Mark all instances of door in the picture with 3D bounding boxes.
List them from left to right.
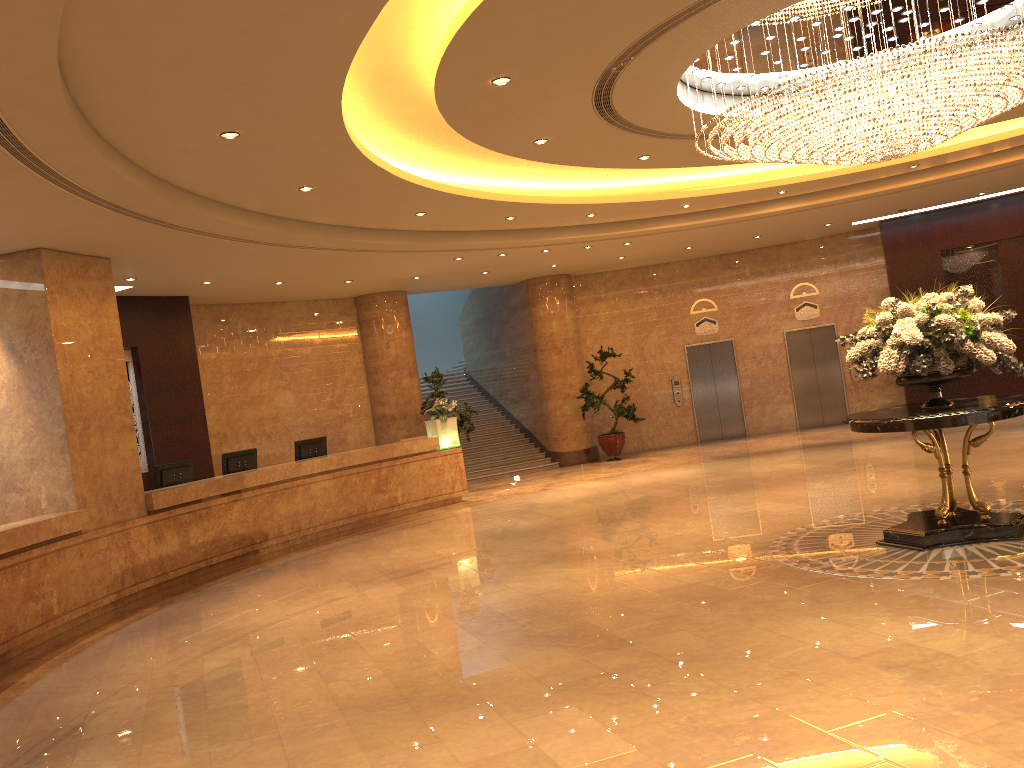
[{"bbox_3d":[4.426,0.148,19.281,1.070,2.145,0.150,-8,0,5],"label":"door"},{"bbox_3d":[6.498,-0.156,18.924,1.070,2.149,0.150,-8,0,15],"label":"door"}]

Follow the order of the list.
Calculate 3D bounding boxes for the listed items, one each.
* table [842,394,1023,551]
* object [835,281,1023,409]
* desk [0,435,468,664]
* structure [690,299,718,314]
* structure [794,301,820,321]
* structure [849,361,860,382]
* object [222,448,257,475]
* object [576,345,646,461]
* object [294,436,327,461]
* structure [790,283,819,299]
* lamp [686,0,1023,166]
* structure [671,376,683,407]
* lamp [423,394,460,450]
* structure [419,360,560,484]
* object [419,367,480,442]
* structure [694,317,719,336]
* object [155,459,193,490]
[{"bbox_3d":[3.660,0.731,7.514,1.493,1.089,1.493,-8,0,-27],"label":"table"},{"bbox_3d":[3.487,-0.298,7.491,1.318,0.999,1.277,-8,0,10],"label":"object"},{"bbox_3d":[-3.820,1.810,9.851,3.466,1.155,12.951,-8,0,14],"label":"desk"},{"bbox_3d":[4.153,-1.705,19.248,0.600,0.293,0.010,-8,0,4],"label":"structure"},{"bbox_3d":[6.280,-1.567,18.882,0.504,0.405,0.012,-8,0,15],"label":"structure"},{"bbox_3d":[7.196,-0.368,18.629,0.200,0.661,0.053,-8,0,19],"label":"structure"},{"bbox_3d":[-3.895,1.208,12.720,0.531,0.500,0.430,-8,0,-18],"label":"object"},{"bbox_3d":[1.979,0.391,18.140,1.250,2.363,0.843,-8,0,1],"label":"object"},{"bbox_3d":[-3.113,1.099,13.777,0.531,0.500,0.430,-8,0,-13],"label":"object"},{"bbox_3d":[6.214,-2.009,18.883,0.600,0.293,0.010,-8,0,15],"label":"structure"},{"bbox_3d":[3.161,-2.520,7.583,3.204,1.196,3.206,-8,0,16],"label":"lamp"},{"bbox_3d":[3.596,0.163,19.256,0.200,0.661,0.053,-8,0,1],"label":"structure"},{"bbox_3d":[-1.154,0.636,15.031,0.606,0.897,0.532,-8,0,-42],"label":"lamp"},{"bbox_3d":[-1.802,-0.657,21.176,9.849,5.560,7.472,-8,0,-20],"label":"structure"},{"bbox_3d":[-1.220,0.852,16.471,0.843,2.363,1.250,-8,0,-40],"label":"object"},{"bbox_3d":[4.218,-1.263,19.247,0.504,0.405,0.012,-8,0,4],"label":"structure"},{"bbox_3d":[-4.450,1.284,11.709,0.531,0.500,0.430,-8,0,-24],"label":"object"}]
